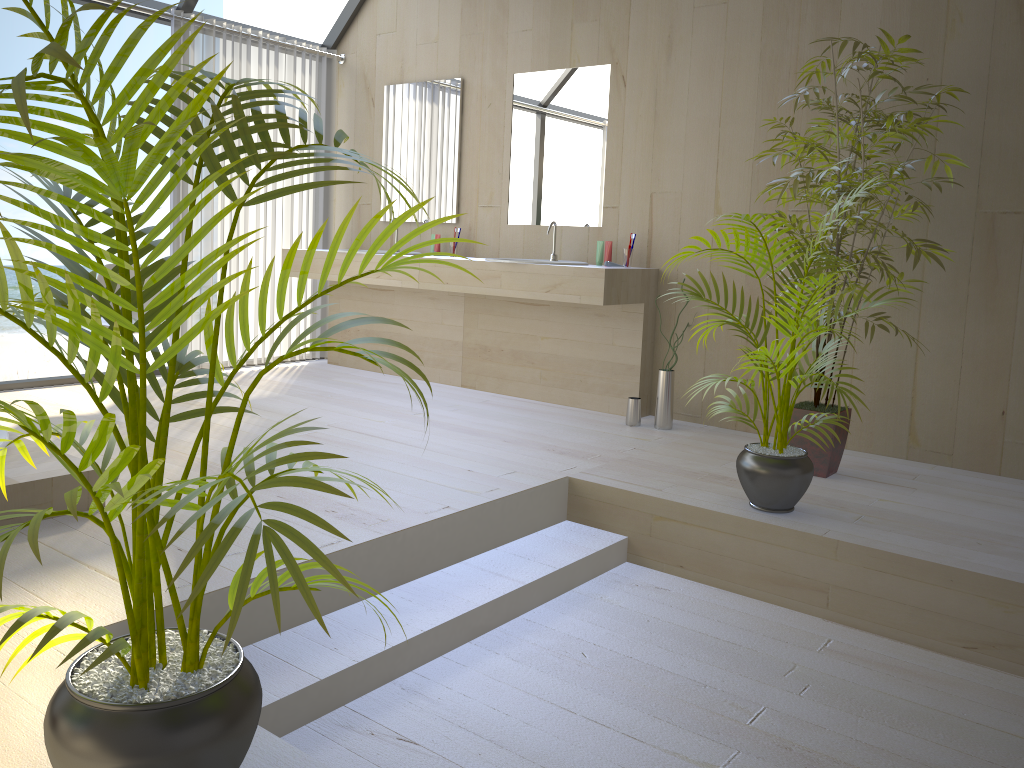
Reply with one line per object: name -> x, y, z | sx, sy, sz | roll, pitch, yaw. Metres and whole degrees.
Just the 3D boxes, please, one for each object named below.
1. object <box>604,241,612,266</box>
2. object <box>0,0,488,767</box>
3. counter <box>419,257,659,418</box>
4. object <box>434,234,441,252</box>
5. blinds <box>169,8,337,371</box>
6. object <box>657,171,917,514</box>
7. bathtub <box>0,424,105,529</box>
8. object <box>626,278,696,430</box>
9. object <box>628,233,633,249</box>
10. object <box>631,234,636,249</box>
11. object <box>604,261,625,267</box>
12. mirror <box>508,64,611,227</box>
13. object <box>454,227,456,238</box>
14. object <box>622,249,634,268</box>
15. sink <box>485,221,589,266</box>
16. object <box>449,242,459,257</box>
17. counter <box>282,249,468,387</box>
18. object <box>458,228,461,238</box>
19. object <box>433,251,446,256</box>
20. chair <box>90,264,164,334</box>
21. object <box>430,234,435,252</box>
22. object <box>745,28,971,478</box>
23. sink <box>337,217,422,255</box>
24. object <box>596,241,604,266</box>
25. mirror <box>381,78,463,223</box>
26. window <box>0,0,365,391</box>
object -> 0.503, -0.679, 4.626 | 0.039, 0.134, 0.039 | 1, 6, -11
object -> -0.496, -0.026, 1.322 | 0.875, 1.337, 1.070 | 6, 8, 26
counter -> 0.114, -0.262, 4.806 | 1.210, 0.786, 0.552 | 9, 9, 37
object -> -0.451, -0.837, 5.355 | 0.039, 0.134, 0.039 | 2, 6, -4
blinds -> -1.606, -1.150, 5.558 | 0.084, 2.058, 1.186 | 7, 8, 37
object -> 0.885, -0.142, 2.982 | 0.916, 1.150, 0.756 | 0, 7, -19
bathtub -> -2.475, 0.313, 2.540 | 1.653, 0.694, 1.827 | 9, 11, 37
object -> 0.767, -0.160, 4.453 | 0.274, 0.744, 0.408 | 5, 7, 25
object -> 0.610, -0.692, 4.578 | 0.012, 0.177, 0.050 | 1, 6, -13
object -> 0.618, -0.696, 4.614 | 0.054, 0.174, 0.012 | -1, 7, -27
object -> 0.527, -0.617, 4.555 | 0.104, 0.029, 0.033 | 1, 8, -12
mirror -> 0.258, -1.323, 4.970 | 0.656, 0.863, 0.023 | 8, 8, 37
object -> -0.344, -0.850, 5.308 | 0.012, 0.177, 0.050 | 1, 6, -13
object -> 0.602, -0.655, 4.612 | 0.058, 0.099, 0.059 | -3, 9, -42
sink -> 0.130, -0.663, 4.707 | 0.576, 0.417, 0.505 | 9, 10, 40
object -> -0.352, -0.813, 5.341 | 0.059, 0.099, 0.059 | 9, 9, 44
counter -> -0.840, -0.421, 5.535 | 1.210, 0.786, 0.552 | 9, 9, 37
object -> -0.336, -0.854, 5.343 | 0.054, 0.174, 0.012 | -1, 7, -27
object -> -0.427, -0.776, 5.284 | 0.104, 0.029, 0.033 | 1, 8, -12
chair -> -1.987, -0.441, 4.583 | 0.369, 0.345, 0.457 | -1, 9, -24
object -> -0.484, -0.856, 5.464 | 0.039, 0.134, 0.039 | 2, 6, -4
object -> 1.322, -0.506, 3.570 | 0.787, 1.746, 0.941 | -1, 7, -27
sink -> -0.823, -0.821, 5.436 | 0.576, 0.417, 0.505 | 9, 10, 40
object -> 0.470, -0.698, 4.734 | 0.039, 0.134, 0.039 | 1, 6, -11
mirror -> -0.578, -1.456, 5.575 | 0.656, 0.863, 0.023 | 8, 8, 37
window -> -2.427, -1.302, 4.128 | 0.748, 2.795, 4.576 | 7, 9, 37
